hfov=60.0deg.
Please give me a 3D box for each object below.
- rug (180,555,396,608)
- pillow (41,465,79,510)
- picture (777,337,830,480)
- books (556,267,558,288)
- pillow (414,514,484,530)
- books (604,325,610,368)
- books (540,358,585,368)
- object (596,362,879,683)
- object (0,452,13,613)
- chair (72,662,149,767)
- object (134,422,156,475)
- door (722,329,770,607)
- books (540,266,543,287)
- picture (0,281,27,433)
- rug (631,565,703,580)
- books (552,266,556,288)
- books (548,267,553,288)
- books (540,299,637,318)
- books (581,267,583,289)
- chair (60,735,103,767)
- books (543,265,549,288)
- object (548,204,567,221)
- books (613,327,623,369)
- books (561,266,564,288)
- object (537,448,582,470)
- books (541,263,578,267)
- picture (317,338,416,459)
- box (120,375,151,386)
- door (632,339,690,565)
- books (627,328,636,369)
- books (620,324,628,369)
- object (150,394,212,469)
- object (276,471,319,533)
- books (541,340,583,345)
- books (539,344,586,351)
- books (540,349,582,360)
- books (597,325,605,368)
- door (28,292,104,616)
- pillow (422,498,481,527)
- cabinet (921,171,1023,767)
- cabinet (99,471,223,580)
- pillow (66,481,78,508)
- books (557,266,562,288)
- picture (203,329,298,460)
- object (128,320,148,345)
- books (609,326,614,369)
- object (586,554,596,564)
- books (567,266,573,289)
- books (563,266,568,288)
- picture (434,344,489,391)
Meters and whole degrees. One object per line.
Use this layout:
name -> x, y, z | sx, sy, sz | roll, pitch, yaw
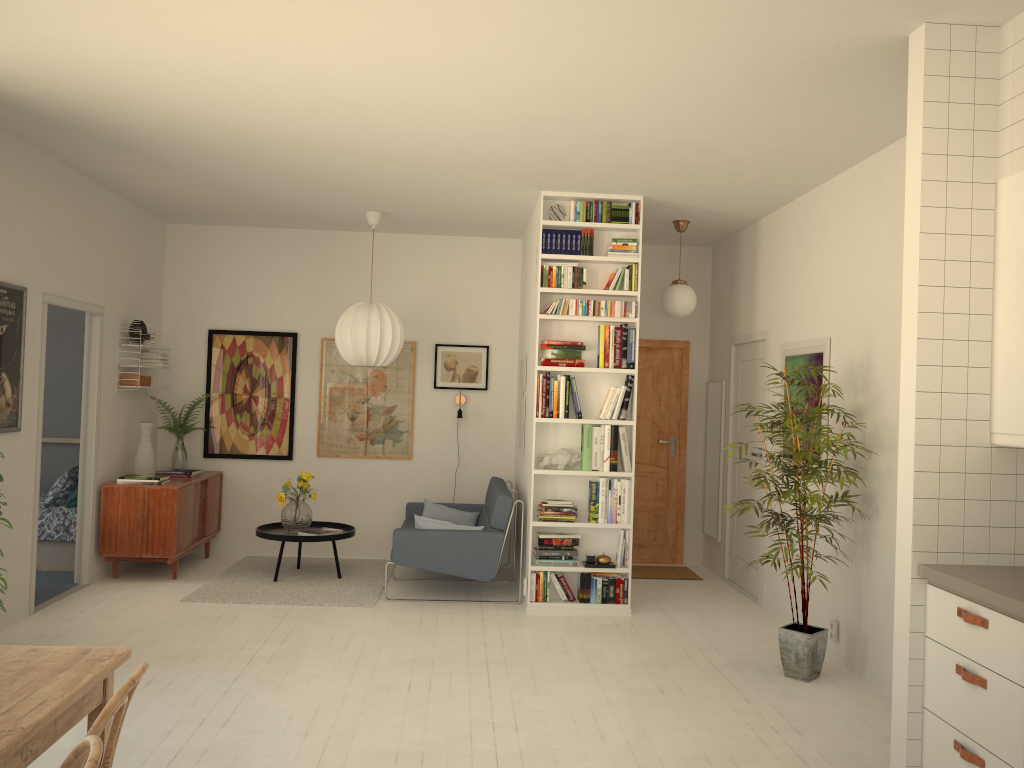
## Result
rug -> -1.626, 1.511, 6.891 | 1.304, 0.012, 1.660 | 2, -1, -2
pillow -> -3.573, 0.817, 7.110 | 0.237, 0.338, 0.437 | 2, -1, -5
picture -> 1.908, 0.154, 5.838 | 0.012, 0.877, 0.822 | 2, -1, -3
books -> 0.304, -0.734, 6.230 | 0.013, 0.149, 0.208 | 2, -1, -3
pillow -> -0.468, 1.107, 6.356 | 0.533, 0.353, 0.141 | 2, -1, -4
books -> 0.655, -0.256, 6.248 | 0.039, 0.302, 0.199 | 2, -1, -3
books -> 0.346, -0.144, 6.213 | 0.300, 0.056, 0.202 | 2, -1, -3
object -> 1.342, 0.744, 5.375 | 0.778, 1.712, 2.088 | 2, -1, -22
object -> -2.615, 0.739, 4.144 | 0.569, 1.424, 0.513 | 1, -1, 40
chair -> -1.104, 1.055, 2.014 | 0.483, 0.811, 0.385 | 2, -1, -6
object -> -2.879, 0.524, 6.967 | 0.160, 0.445, 0.158 | 1, -1, 36
door -> 1.890, 0.621, 6.981 | 0.166, 2.033, 0.955 | 2, -1, -3
books -> 0.199, -0.740, 6.236 | 0.019, 0.156, 0.205 | 2, -1, -3
picture -> -2.931, -0.151, 5.084 | 0.020, 0.869, 0.525 | 2, -1, -3
rug -> 1.107, 1.618, 7.623 | 0.941, 0.002, 0.553 | 2, -1, -3
books -> 0.287, -0.736, 6.214 | 0.023, 0.152, 0.199 | 2, -1, -3
books -> 0.259, -0.735, 6.218 | 0.030, 0.149, 0.202 | 2, -1, -3
books -> 0.522, -0.522, 6.240 | 0.664, 0.110, 0.278 | 2, -1, -3
books -> 0.481, -0.731, 6.230 | 0.016, 0.158, 0.146 | 2, -1, -3
chair -> -0.983, 1.053, 1.517 | 0.483, 0.811, 0.385 | 2, -1, -21
books -> 0.228, -0.741, 6.213 | 0.034, 0.162, 0.197 | 2, -1, -3
object -> 0.315, -1.189, 6.180 | 0.131, 0.131, 0.131 | 2, -1, -8
books -> 0.732, -0.248, 6.241 | 0.059, 0.291, 0.182 | 2, -1, -3
books -> 0.343, -0.735, 6.217 | 0.012, 0.155, 0.208 | 2, -1, -3
object -> 0.331, 0.520, 6.171 | 0.311, 0.150, 0.137 | 2, -1, 5
books -> 0.338, -0.827, 6.233 | 0.255, 0.022, 0.189 | 2, -1, 7
picture -> -1.296, 0.133, 7.912 | 0.838, 1.053, 0.012 | 2, -1, -3
box -> -2.970, -0.026, 7.000 | 0.152, 0.084, 0.265 | 2, -1, -3
door -> 1.122, 0.608, 8.089 | 0.931, 2.033, 0.159 | 2, -1, -3
books -> 0.826, -0.244, 6.245 | 0.054, 0.289, 0.179 | 2, -1, -3
books -> 0.779, -0.260, 6.244 | 0.039, 0.317, 0.161 | 2, -1, -3
object -> -2.825, 0.413, 7.613 | 0.476, 0.686, 0.398 | 2, -1, -1
object -> -1.696, 0.925, 6.969 | 0.291, 0.471, 0.361 | 1, -1, 35
books -> 0.342, -0.283, 6.228 | 0.266, 0.026, 0.203 | 2, -1, -14
books -> 0.349, -0.253, 6.236 | 0.314, 0.035, 0.205 | 2, -1, -3
books -> 0.346, -0.202, 6.222 | 0.268, 0.064, 0.128 | 2, -1, -33
books -> 0.620, -0.260, 6.252 | 0.032, 0.300, 0.200 | 2, -1, -3
door -> -3.449, 0.427, 6.011 | 0.882, 2.033, 0.955 | 2, -1, -3
pillow -> -0.538, 1.129, 7.630 | 0.540, 0.277, 0.157 | 2, -1, -2
cabinet -> 0.778, 0.279, 0.739 | 2.853, 2.160, 4.844 | 2, -1, -3
cabinet -> -2.793, 1.116, 7.158 | 0.546, 0.727, 1.262 | 2, -1, -3
pillow -> -3.429, 0.836, 7.329 | 0.237, 0.385, 0.767 | 2, -1, -5
books -> 0.324, -0.737, 6.232 | 0.024, 0.155, 0.188 | 2, -1, -3
picture -> -2.313, 0.098, 7.850 | 0.778, 1.134, 0.018 | 2, -1, -3
object -> -2.928, -0.404, 6.941 | 0.139, 0.200, 0.139 | 1, -1, 41
books -> 0.688, -0.255, 6.245 | 0.029, 0.301, 0.185 | 2, -1, -3
object -> 0.548, 1.217, 6.170 | 0.058, 0.055, 0.058 | 2, -1, -3
books -> 0.395, -0.733, 6.229 | 0.035, 0.158, 0.199 | 2, -1, -3
books -> 0.363, -0.736, 6.235 | 0.028, 0.159, 0.222 | 2, -1, -3
picture -> -0.454, -0.150, 7.964 | 0.481, 0.402, 0.015 | 2, -1, -3
